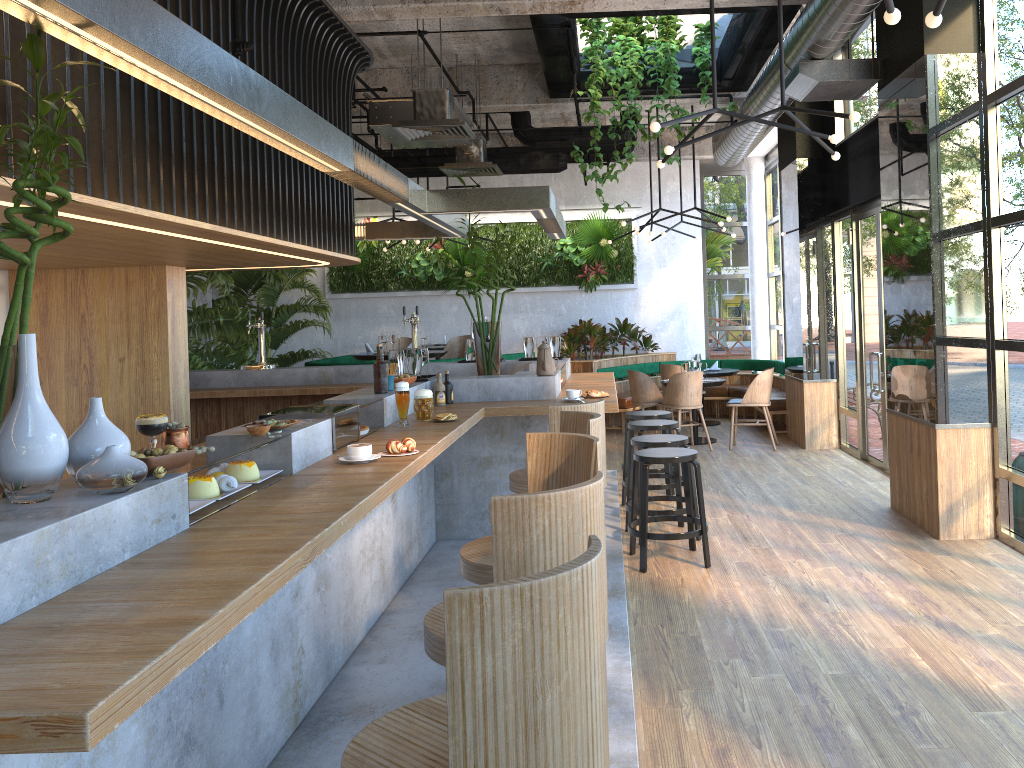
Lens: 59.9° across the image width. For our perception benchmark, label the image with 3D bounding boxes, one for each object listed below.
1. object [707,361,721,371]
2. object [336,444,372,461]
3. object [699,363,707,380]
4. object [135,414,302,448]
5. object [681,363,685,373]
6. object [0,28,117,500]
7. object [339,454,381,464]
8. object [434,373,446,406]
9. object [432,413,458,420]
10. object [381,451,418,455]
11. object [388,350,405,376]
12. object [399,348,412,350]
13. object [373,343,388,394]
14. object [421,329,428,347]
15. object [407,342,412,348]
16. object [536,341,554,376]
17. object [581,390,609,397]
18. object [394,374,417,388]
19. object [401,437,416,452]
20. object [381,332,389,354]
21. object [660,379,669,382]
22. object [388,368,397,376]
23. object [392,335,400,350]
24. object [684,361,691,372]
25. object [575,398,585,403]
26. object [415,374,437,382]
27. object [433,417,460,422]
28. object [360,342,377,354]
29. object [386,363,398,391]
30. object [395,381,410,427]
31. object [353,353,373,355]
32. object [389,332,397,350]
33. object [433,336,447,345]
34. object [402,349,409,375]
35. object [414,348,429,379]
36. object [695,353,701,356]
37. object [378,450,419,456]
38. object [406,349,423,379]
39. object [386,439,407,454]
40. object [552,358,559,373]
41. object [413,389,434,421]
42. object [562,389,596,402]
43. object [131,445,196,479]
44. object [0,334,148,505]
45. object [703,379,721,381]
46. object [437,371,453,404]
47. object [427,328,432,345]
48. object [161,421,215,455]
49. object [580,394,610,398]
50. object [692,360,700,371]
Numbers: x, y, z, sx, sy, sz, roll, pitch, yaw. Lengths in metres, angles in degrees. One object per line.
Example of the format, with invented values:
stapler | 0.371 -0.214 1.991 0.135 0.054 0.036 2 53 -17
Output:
object | 2.839 -0.255 12.541 0.238 0.138 0.228 -3 3 -13
object | -0.616 0.268 3.476 0.136 0.064 0.108 -3 3 -17
object | 2.350 -0.157 10.915 0.100 0.209 0.111 -1 1 43
object | -0.954 0.132 3.039 0.208 0.134 0.816 -1 4 12
object | 2.122 -0.147 10.883 0.105 0.209 0.106 -2 1 3
object | -1.269 -0.350 2.194 0.641 1.547 0.614 -1 1 42
object | -0.595 0.296 3.474 0.161 0.020 0.161 -2 4 0
object | -0.460 0.033 5.655 0.073 0.210 0.067 -2 0 -29
object | -0.359 0.179 4.779 0.092 0.041 0.148 1 5 37
object | -0.467 0.282 3.667 0.117 0.005 0.126 2 6 43
object | -0.755 -0.119 5.819 0.111 0.209 0.100 -3 1 -42
object | -0.725 -0.139 6.067 0.111 0.209 0.100 -3 1 -42
object | -0.730 -0.087 4.920 0.071 0.276 0.078 -2 0 40
object | -1.204 -0.629 12.216 0.095 0.244 0.090 -2 0 -14
object | -1.216 -0.432 10.375 0.224 0.138 0.242 0 4 26
object | 0.223 -0.173 5.933 0.123 0.234 0.206 -2 2 -27
object | 0.545 0.061 5.878 0.161 0.052 0.155 -5 5 -42
object | -0.687 -0.019 5.343 0.188 0.073 0.233 0 4 24
object | -0.430 0.253 3.673 0.061 0.059 0.073 -2 3 -5
object | -1.463 -0.470 10.217 0.089 0.244 0.096 -2 1 32
object | 1.962 -0.049 10.923 0.261 0.019 0.154 -3 4 -12
object | -0.726 -0.050 5.552 0.161 0.106 0.086 -4 3 -41
object | -1.392 -0.486 10.646 0.100 0.209 0.110 -1 1 38
object | 2.129 -0.157 10.766 0.093 0.244 0.092 -2 0 -2
object | 0.425 0.103 5.537 0.030 0.027 0.132 -3 4 -17
object | -0.659 -0.036 5.942 0.272 0.018 0.440 -2 4 5
object | -0.356 0.193 4.780 0.156 0.013 0.144 -4 5 -25
object | -1.659 -0.417 10.384 0.234 0.138 0.232 -2 3 -3
object | -0.706 -0.043 5.087 0.103 0.161 0.107 -1 2 38
object | -0.567 0.104 4.609 0.071 0.232 0.078 -2 0 36
object | -1.680 -0.345 10.161 0.254 0.019 0.158 -2 4 3
object | -1.403 -0.492 10.478 0.096 0.244 0.089 -2 0 -25
object | -1.056 -0.649 13.194 0.238 0.138 0.228 -3 3 -13
object | -0.689 -0.131 5.947 0.100 0.209 0.110 -1 1 38
object | -0.618 -0.141 6.054 0.111 0.209 0.100 -3 1 -42
object | 2.652 -0.315 12.644 0.095 0.244 0.090 -2 0 -14
object | -0.468 0.285 3.663 0.163 0.005 0.171 -1 4 15
object | -0.639 -0.123 5.825 0.111 0.209 0.100 -3 1 -42
object | -0.484 0.256 3.659 0.072 0.059 0.126 -3 4 -26
object | 0.266 -0.133 6.133 0.098 0.119 0.089 -2 1 12
object | -0.482 0.115 4.827 0.111 0.171 0.137 -2 2 -2
object | 0.492 0.063 5.736 0.174 0.073 0.436 1 5 39
object | -0.994 0.211 2.414 0.188 0.073 0.233 0 4 24
object | -1.091 0.073 2.173 0.332 0.397 0.305 -3 2 -38
object | 2.389 -0.050 10.739 0.165 0.019 0.243 -6 6 -41
object | -0.444 0.024 5.728 0.067 0.214 0.170 -2 1 30
object | -1.243 -0.709 13.297 0.095 0.244 0.090 -2 0 -14
object | -1.016 0.167 2.784 0.161 0.106 0.086 -4 3 -41
object | 0.549 0.081 5.871 0.196 0.013 0.216 2 6 39
object | 2.234 -0.162 10.789 0.096 0.244 0.089 -2 1 -29
